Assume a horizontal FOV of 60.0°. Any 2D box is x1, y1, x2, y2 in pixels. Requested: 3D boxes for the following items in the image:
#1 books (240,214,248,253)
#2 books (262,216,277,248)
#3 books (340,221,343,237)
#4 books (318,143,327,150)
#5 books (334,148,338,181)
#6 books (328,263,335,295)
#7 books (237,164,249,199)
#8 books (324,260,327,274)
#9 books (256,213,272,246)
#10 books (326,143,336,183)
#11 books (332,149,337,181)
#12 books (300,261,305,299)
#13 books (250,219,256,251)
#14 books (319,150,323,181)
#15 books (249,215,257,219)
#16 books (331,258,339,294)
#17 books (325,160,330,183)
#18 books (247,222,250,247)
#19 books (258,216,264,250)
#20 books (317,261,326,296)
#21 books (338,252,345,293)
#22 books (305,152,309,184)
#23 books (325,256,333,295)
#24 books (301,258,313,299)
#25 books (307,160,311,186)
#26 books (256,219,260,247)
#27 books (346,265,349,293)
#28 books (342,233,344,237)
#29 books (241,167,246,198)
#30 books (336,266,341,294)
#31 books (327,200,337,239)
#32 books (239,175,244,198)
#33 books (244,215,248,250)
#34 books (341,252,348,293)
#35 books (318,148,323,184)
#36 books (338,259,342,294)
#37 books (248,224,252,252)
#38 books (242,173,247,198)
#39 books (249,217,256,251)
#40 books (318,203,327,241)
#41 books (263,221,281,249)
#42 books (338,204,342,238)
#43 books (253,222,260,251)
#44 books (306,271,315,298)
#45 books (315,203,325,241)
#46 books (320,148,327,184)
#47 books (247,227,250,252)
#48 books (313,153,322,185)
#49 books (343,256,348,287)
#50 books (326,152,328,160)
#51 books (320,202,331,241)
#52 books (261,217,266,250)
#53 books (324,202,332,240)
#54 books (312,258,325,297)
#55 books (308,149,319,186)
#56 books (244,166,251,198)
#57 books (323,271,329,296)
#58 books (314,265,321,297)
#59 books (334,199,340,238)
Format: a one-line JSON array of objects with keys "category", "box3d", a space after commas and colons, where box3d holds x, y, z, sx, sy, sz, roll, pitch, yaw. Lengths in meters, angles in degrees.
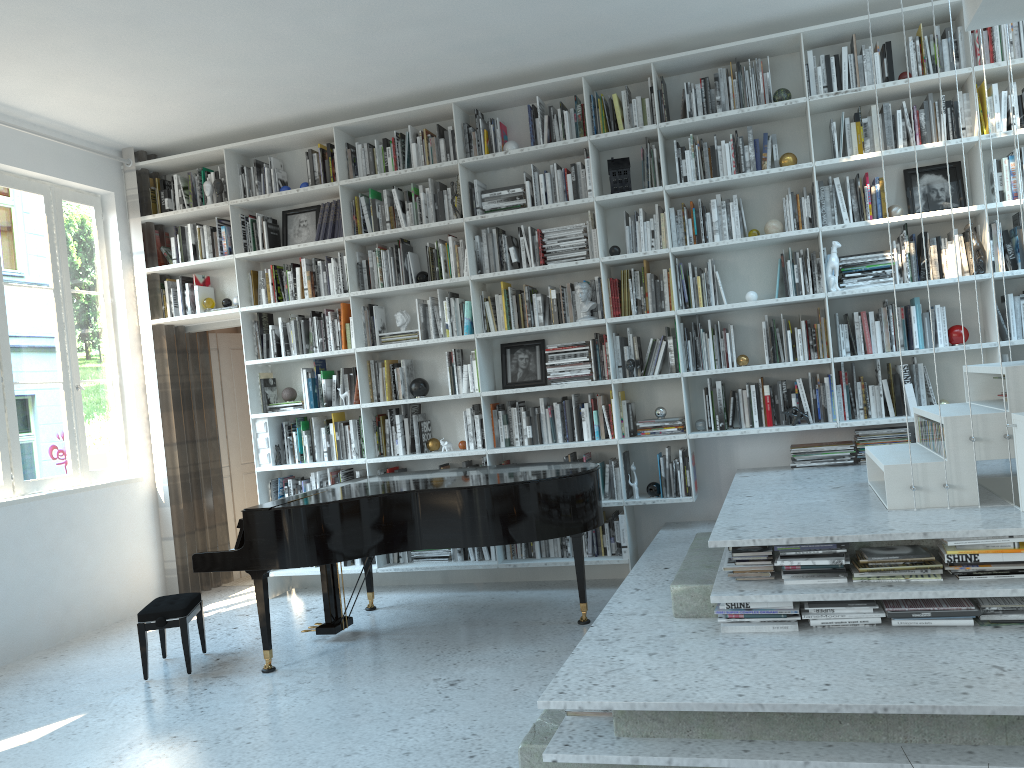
[{"category": "books", "box3d": [-1.849, -1.038, 6.254, 0.005, 0.292, 0.184, -5, 0, 17]}, {"category": "books", "box3d": [-1.684, -1.035, 6.208, 0.012, 0.254, 0.166, -5, 0, 17]}, {"category": "books", "box3d": [-1.114, -1.108, 6.056, 0.078, 0.285, 0.174, -5, 0, 17]}, {"category": "books", "box3d": [-1.279, -1.478, 6.099, 0.014, 0.321, 0.136, -5, 0, 17]}, {"category": "books", "box3d": [-1.147, -1.458, 6.037, 0.031, 0.254, 0.178, -5, 0, 17]}, {"category": "books", "box3d": [-1.197, -0.703, 6.071, 0.030, 0.231, 0.172, -5, 0, 17]}, {"category": "books", "box3d": [-1.880, -1.400, 6.273, 0.007, 0.285, 0.159, -5, 0, 17]}, {"category": "books", "box3d": [-1.233, -0.714, 6.105, 0.035, 0.260, 0.131, -5, 0, 17]}, {"category": "books", "box3d": [-1.725, -1.044, 6.222, 0.005, 0.281, 0.190, -5, 0, 17]}, {"category": "books", "box3d": [-1.200, -1.474, 6.041, 0.025, 0.297, 0.163, -5, 0, 17]}, {"category": "books", "box3d": [-1.169, -1.458, 6.057, 0.022, 0.260, 0.152, -5, 0, 17]}, {"category": "books", "box3d": [-1.403, -0.703, 6.130, 0.023, 0.271, 0.187, -5, 0, 17]}, {"category": "books", "box3d": [-1.771, -1.022, 6.222, 0.004, 0.246, 0.189, -5, 0, 17]}, {"category": "books", "box3d": [-1.261, -1.451, 6.066, 0.010, 0.263, 0.156, -5, 0, 17]}, {"category": "books", "box3d": [-1.801, -1.041, 6.256, 0.006, 0.289, 0.144, -5, 0, 17]}, {"category": "books", "box3d": [-1.173, -0.722, 6.062, 0.022, 0.263, 0.174, -5, 0, 17]}, {"category": "books", "box3d": [-1.216, -1.419, 6.060, 0.027, 0.190, 0.177, -5, 0, 17]}, {"category": "books", "box3d": [-1.796, -1.011, 6.239, 0.009, 0.228, 0.184, -5, 0, 17]}, {"category": "books", "box3d": [-1.713, -1.034, 6.209, 0.023, 0.258, 0.183, -5, 0, 17]}, {"category": "books", "box3d": [-1.279, -0.710, 6.115, 0.029, 0.261, 0.157, -5, 0, 17]}, {"category": "books", "box3d": [-1.124, -0.741, 6.039, 0.012, 0.291, 0.182, -5, 0, 17]}, {"category": "books", "box3d": [-1.369, -1.447, 6.119, 0.013, 0.278, 0.150, -5, 0, 17]}, {"category": "books", "box3d": [-1.218, -0.726, 6.081, 0.012, 0.281, 0.188, -5, 0, 17]}, {"category": "books", "box3d": [-1.380, -0.713, 6.118, 0.030, 0.286, 0.185, -5, 0, 17]}, {"category": "books", "box3d": [-1.350, -1.419, 6.101, 0.028, 0.218, 0.153, -5, 0, 17]}, {"category": "books", "box3d": [-1.734, -1.025, 6.228, 0.019, 0.244, 0.153, -5, 0, 17]}, {"category": "books", "box3d": [-1.046, -0.704, 6.001, 0.039, 0.202, 0.236, -5, 0, 17]}, {"category": "books", "box3d": [-1.097, -1.109, 6.036, 0.078, 0.285, 0.174, -5, 0, 17]}, {"category": "books", "box3d": [-1.857, -1.389, 6.264, 0.007, 0.259, 0.156, -5, 0, 17]}, {"category": "books", "box3d": [-1.150, -0.696, 6.069, 0.013, 0.206, 0.172, -5, 0, 17]}, {"category": "books", "box3d": [-1.194, -1.097, 6.059, 0.097, 0.282, 0.174, -5, 0, 17]}, {"category": "books", "box3d": [-1.867, -1.361, 6.262, 0.017, 0.204, 0.142, -5, 0, 17]}, {"category": "books", "box3d": [-1.833, -1.036, 6.260, 0.006, 0.287, 0.148, -5, 0, 17]}, {"category": "books", "box3d": [-1.105, -0.742, 6.046, 0.022, 0.289, 0.169, -5, 0, 17]}, {"category": "books", "box3d": [-1.269, -1.460, 6.081, 0.013, 0.283, 0.166, -5, 0, 17]}, {"category": "books", "box3d": [-1.132, -0.727, 6.072, 0.024, 0.266, 0.155, -5, 0, 17]}, {"category": "books", "box3d": [-1.792, -1.004, 6.228, 0.004, 0.214, 0.186, -5, 0, 17]}, {"category": "books", "box3d": [-1.836, -1.367, 6.258, 0.032, 0.210, 0.158, -5, 0, 17]}, {"category": "books", "box3d": [-1.784, -1.028, 6.239, 0.009, 0.260, 0.184, -5, 0, 17]}, {"category": "books", "box3d": [-1.260, -1.087, 6.101, 0.110, 0.279, 0.174, -5, 0, 17]}, {"category": "books", "box3d": [-1.673, -1.016, 6.197, 0.012, 0.214, 0.185, -5, 0, 17]}, {"category": "books", "box3d": [-1.134, -1.105, 6.067, 0.078, 0.285, 0.174, -5, 0, 17]}, {"category": "books", "box3d": [-1.747, -1.011, 6.221, 0.018, 0.219, 0.186, -5, 0, 17]}, {"category": "books", "box3d": [-1.348, -0.670, 6.106, 0.029, 0.195, 0.192, -5, 0, 17]}, {"category": "books", "box3d": [-1.284, -1.085, 6.099, 0.110, 0.279, 0.174, -5, 0, 17]}, {"category": "books", "box3d": [-1.251, -1.457, 6.064, 0.011, 0.274, 0.183, -5, 0, 17]}, {"category": "books", "box3d": [-1.817, -0.997, 6.261, 0.015, 0.207, 0.172, -5, 0, 17]}, {"category": "books", "box3d": [-1.304, -1.439, 6.080, 0.028, 0.249, 0.155, -5, 0, 17]}, {"category": "books", "box3d": [-1.077, -0.732, 6.035, 0.035, 0.264, 0.177, -5, 0, 17]}, {"category": "books", "box3d": [-1.231, -1.449, 6.089, 0.013, 0.254, 0.129, -5, 0, 17]}, {"category": "books", "box3d": [-1.244, -1.089, 6.077, 0.110, 0.279, 0.174, -5, 0, 17]}, {"category": "books", "box3d": [-1.694, -1.032, 6.213, 0.011, 0.250, 0.168, -5, 0, 17]}, {"category": "books", "box3d": [-1.217, -1.092, 6.087, 0.110, 0.279, 0.174, -5, 0, 17]}, {"category": "books", "box3d": [-1.319, -0.719, 6.123, 0.025, 0.286, 0.161, -5, 0, 17]}, {"category": "books", "box3d": [-1.330, -1.452, 6.089, 0.024, 0.280, 0.187, -5, 0, 17]}, {"category": "books", "box3d": [-1.819, -1.388, 6.244, 0.012, 0.249, 0.180, -5, 0, 17]}, {"category": "books", "box3d": [-1.252, -0.675, 6.107, 0.022, 0.186, 0.136, -5, 0, 17]}, {"category": "books", "box3d": [-1.301, -0.694, 6.108, 0.013, 0.232, 0.171, -5, 0, 17]}, {"category": "books", "box3d": [-1.157, -1.103, 6.069, 0.078, 0.285, 0.174, -5, 0, 17]}]
